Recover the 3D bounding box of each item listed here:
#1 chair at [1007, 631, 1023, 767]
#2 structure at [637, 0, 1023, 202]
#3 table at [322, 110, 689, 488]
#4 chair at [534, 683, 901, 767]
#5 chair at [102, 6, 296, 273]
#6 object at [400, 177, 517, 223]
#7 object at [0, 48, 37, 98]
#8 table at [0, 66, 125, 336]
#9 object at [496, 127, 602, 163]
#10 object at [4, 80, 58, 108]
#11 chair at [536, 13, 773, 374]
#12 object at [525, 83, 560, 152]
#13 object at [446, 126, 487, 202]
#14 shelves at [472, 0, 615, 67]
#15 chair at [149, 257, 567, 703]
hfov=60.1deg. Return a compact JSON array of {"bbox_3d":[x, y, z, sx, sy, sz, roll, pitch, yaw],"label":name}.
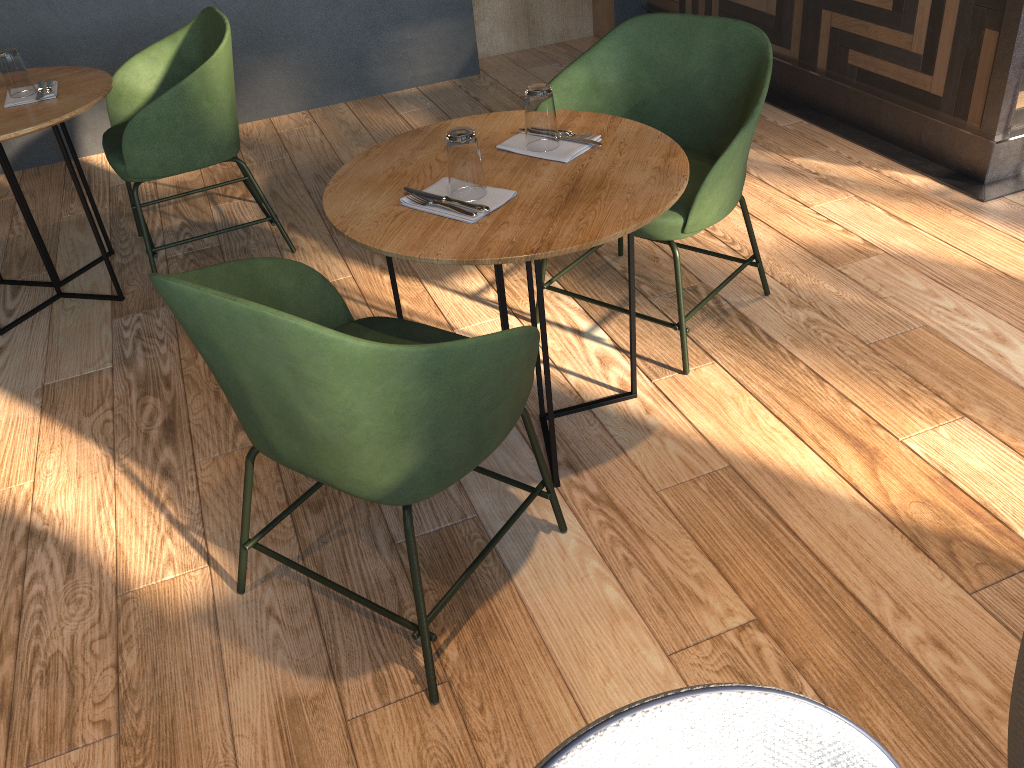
[{"bbox_3d":[0.727,0.523,0.867,0.420,0.868,0.516,-19,36,-18],"label":"chair"},{"bbox_3d":[3.359,-2.469,4.236,4.936,1.366,2.972,-17,36,-15],"label":"structure"},{"bbox_3d":[0.014,-0.195,2.158,0.807,0.672,0.825,1,35,10],"label":"table"},{"bbox_3d":[0.211,0.710,0.685,0.419,0.868,0.518,-13,35,-10],"label":"chair"},{"bbox_3d":[-1.183,-0.865,3.176,0.517,0.801,0.649,-20,37,-19],"label":"chair"},{"bbox_3d":[-0.123,-0.399,1.868,0.244,0.018,0.160,21,43,33],"label":"object"},{"bbox_3d":[-1.577,-0.988,2.811,0.080,0.135,0.081,15,40,28],"label":"object"},{"bbox_3d":[-1.658,-0.609,3.001,0.810,0.672,0.822,13,39,25],"label":"table"},{"bbox_3d":[0.095,-0.565,2.068,0.244,0.018,0.160,21,43,33],"label":"object"},{"bbox_3d":[-1.545,-0.935,2.844,0.158,0.018,0.247,-17,37,-15],"label":"object"},{"bbox_3d":[0.389,-0.558,2.499,0.643,0.801,0.522,21,43,34],"label":"chair"},{"bbox_3d":[0.065,-0.610,2.024,0.081,0.135,0.081,-29,40,-29],"label":"object"},{"bbox_3d":[-0.098,-0.458,1.835,0.081,0.135,0.081,-29,40,-29],"label":"object"},{"bbox_3d":[0.035,-2.999,4.400,0.839,2.647,0.290,-17,36,-15],"label":"shelves"},{"bbox_3d":[-0.268,0.061,1.731,0.642,0.801,0.523,17,41,30],"label":"chair"}]
